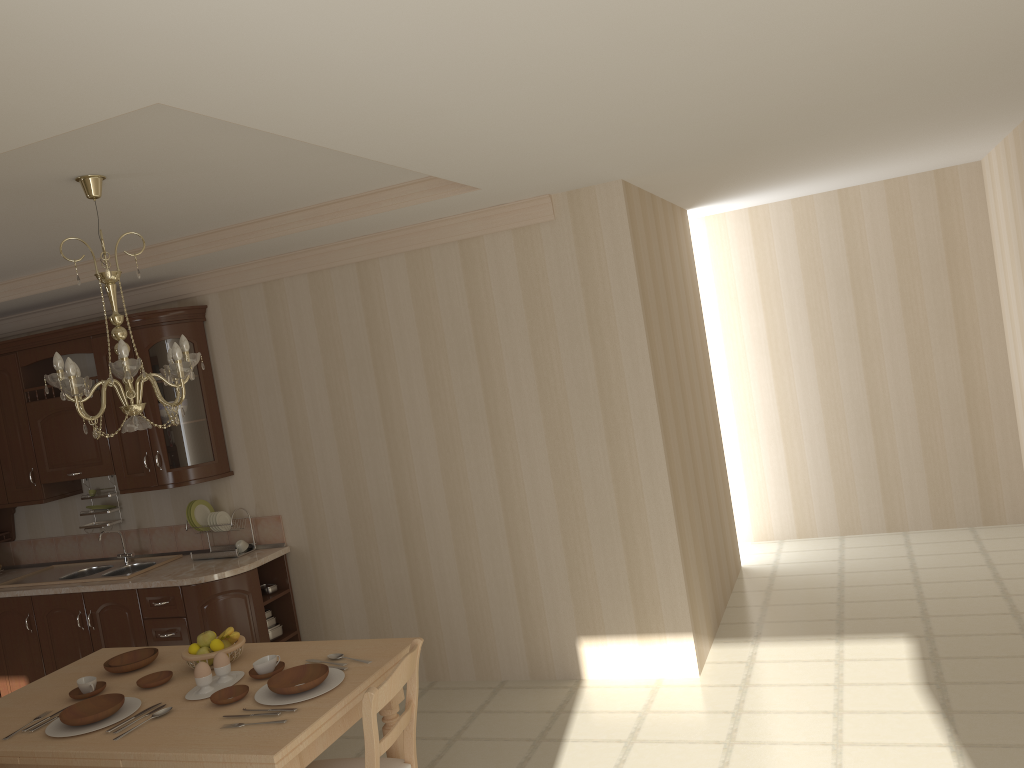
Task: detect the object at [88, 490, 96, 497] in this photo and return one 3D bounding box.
[{"bbox_3d":[-2.676,0.693,5.662,0.044,0.051,0.049,-10,3,-10],"label":"object"}]

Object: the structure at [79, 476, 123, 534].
[{"bbox_3d":[-2.633,0.762,5.629,0.256,0.361,0.131,-8,3,21],"label":"structure"}]

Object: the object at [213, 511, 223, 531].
[{"bbox_3d":[-1.713,0.810,5.225,0.034,0.119,0.123,-8,3,21],"label":"object"}]

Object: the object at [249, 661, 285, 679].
[{"bbox_3d":[-0.871,1.024,3.157,0.127,0.026,0.126,-9,3,12],"label":"object"}]

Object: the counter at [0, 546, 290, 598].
[{"bbox_3d":[-2.880,1.264,4.440,2.422,0.034,2.603,-8,3,21],"label":"counter"}]

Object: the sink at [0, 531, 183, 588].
[{"bbox_3d":[-2.598,1.085,5.406,1.077,0.348,0.448,-8,3,21],"label":"sink"}]

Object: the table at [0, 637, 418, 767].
[{"bbox_3d":[-1.163,1.476,3.192,1.567,0.774,0.900,-8,3,21],"label":"table"}]

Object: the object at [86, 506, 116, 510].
[{"bbox_3d":[-2.594,0.781,5.599,0.174,0.051,0.167,-8,3,21],"label":"object"}]

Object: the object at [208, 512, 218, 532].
[{"bbox_3d":[-1.752,0.816,5.241,0.034,0.119,0.123,-8,3,21],"label":"object"}]

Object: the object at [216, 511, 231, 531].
[{"bbox_3d":[-1.694,0.807,5.217,0.034,0.119,0.123,-8,3,21],"label":"object"}]

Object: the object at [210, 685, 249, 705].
[{"bbox_3d":[-0.943,1.045,2.967,0.127,0.026,0.126,-9,3,12],"label":"object"}]

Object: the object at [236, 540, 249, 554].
[{"bbox_3d":[-1.594,0.956,5.239,0.073,0.072,0.085,-10,3,-14],"label":"object"}]

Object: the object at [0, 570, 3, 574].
[{"bbox_3d":[-3.489,1.258,5.700,0.199,0.060,0.364,-8,3,21],"label":"object"}]

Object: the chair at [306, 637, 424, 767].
[{"bbox_3d":[-0.528,1.349,2.978,0.517,0.846,0.462,-9,3,14],"label":"chair"}]

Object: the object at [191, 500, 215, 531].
[{"bbox_3d":[-1.834,0.779,5.269,0.047,0.188,0.193,-8,3,22],"label":"object"}]

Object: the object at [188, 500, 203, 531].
[{"bbox_3d":[-1.851,0.782,5.276,0.047,0.188,0.193,-8,3,22],"label":"object"}]

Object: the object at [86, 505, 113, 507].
[{"bbox_3d":[-2.595,0.775,5.601,0.174,0.051,0.167,-8,3,21],"label":"object"}]

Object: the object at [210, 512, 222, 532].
[{"bbox_3d":[-1.733,0.813,5.233,0.034,0.119,0.123,-8,3,23],"label":"object"}]

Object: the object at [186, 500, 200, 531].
[{"bbox_3d":[-1.868,0.784,5.283,0.047,0.188,0.193,-8,3,22],"label":"object"}]

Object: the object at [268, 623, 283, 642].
[{"bbox_3d":[-1.437,1.444,5.153,0.208,0.077,0.145,-8,3,33],"label":"object"}]

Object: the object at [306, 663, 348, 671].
[{"bbox_3d":[-0.662,1.000,3.136,0.221,0.008,0.023,-7,3,37],"label":"object"}]

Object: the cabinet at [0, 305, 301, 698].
[{"bbox_3d":[-3.051,0.963,4.148,2.436,2.313,3.226,-8,3,21],"label":"cabinet"}]

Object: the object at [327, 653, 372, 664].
[{"bbox_3d":[-0.584,0.984,3.175,0.219,0.011,0.047,-7,3,37],"label":"object"}]

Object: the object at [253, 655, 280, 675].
[{"bbox_3d":[-0.869,1.007,3.163,0.063,0.055,0.119,-7,3,35],"label":"object"}]

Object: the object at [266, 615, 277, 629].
[{"bbox_3d":[-1.447,1.386,5.150,0.152,0.057,0.106,-8,3,33],"label":"object"}]

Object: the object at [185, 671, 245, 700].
[{"bbox_3d":[-1.046,1.064,3.129,0.157,0.005,0.245,-8,3,18],"label":"object"}]

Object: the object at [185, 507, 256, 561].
[{"bbox_3d":[-1.724,0.879,5.236,0.359,0.275,0.172,-8,3,22],"label":"object"}]

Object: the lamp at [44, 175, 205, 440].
[{"bbox_3d":[-1.395,-0.314,3.092,0.502,0.982,0.501,-10,3,-9],"label":"lamp"}]

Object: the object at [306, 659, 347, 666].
[{"bbox_3d":[-0.670,1.000,3.188,0.216,0.004,0.022,-7,3,37],"label":"object"}]

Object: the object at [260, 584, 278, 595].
[{"bbox_3d":[-1.431,1.201,5.186,0.120,0.045,0.084,-8,3,33],"label":"object"}]

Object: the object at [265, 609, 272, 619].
[{"bbox_3d":[-1.454,1.340,5.148,0.120,0.045,0.084,-8,3,33],"label":"object"}]
